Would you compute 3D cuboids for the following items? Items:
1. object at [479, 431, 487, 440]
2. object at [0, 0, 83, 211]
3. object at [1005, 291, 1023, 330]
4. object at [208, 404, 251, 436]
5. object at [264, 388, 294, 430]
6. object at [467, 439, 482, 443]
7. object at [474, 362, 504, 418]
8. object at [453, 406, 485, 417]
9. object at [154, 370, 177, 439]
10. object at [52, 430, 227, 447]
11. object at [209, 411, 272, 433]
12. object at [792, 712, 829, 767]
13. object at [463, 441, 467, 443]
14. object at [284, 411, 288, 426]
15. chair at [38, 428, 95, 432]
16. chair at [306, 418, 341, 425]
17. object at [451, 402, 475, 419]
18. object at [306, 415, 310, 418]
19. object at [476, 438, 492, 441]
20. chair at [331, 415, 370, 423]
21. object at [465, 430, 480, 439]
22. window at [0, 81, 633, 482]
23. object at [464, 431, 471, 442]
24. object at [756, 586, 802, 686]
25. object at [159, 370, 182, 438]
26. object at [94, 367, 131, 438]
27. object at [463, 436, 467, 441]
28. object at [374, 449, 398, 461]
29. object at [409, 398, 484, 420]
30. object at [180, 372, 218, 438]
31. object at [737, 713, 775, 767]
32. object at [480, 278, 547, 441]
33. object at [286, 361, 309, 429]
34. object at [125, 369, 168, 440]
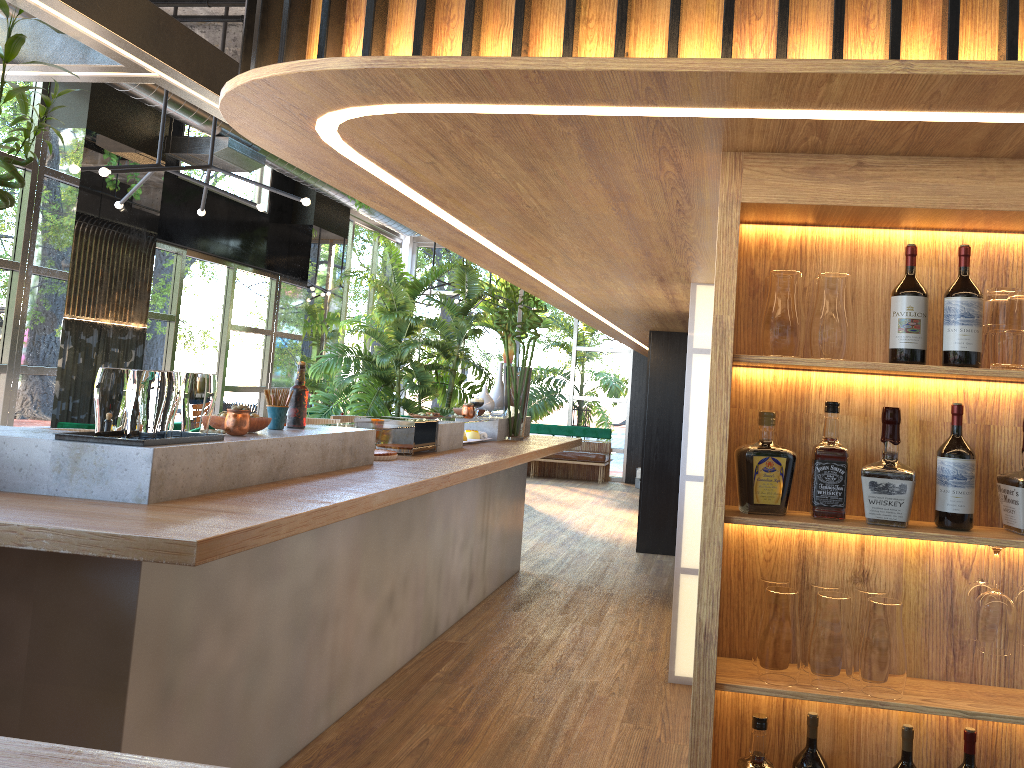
[{"bbox_3d":[-0.228,0.348,6.001,0.139,0.057,0.068,3,-2,28],"label":"object"},{"bbox_3d":[-1.558,-0.492,2.424,0.658,1.558,0.594,3,-5,16],"label":"object"},{"bbox_3d":[0.169,-0.035,0.251,0.101,0.504,4.286,1,-1,29],"label":"object"},{"bbox_3d":[-0.974,0.121,3.033,0.160,0.107,0.086,5,-3,-33],"label":"object"},{"bbox_3d":[-0.930,0.098,3.503,0.107,0.162,0.103,7,-5,-44],"label":"object"},{"bbox_3d":[-0.343,0.362,5.679,0.240,0.017,0.247,4,0,12],"label":"object"},{"bbox_3d":[-0.155,0.038,6.373,0.328,0.400,0.306,6,-4,-30],"label":"object"},{"bbox_3d":[-0.289,0.190,6.131,0.187,0.073,0.233,3,-1,31],"label":"object"},{"bbox_3d":[-1.062,0.064,2.649,0.110,0.210,0.100,8,-6,-44],"label":"object"},{"bbox_3d":[-1.094,0.158,2.649,0.268,0.019,0.442,4,0,12],"label":"object"},{"bbox_3d":[-0.985,0.137,3.246,0.187,0.073,0.233,3,-1,31],"label":"object"},{"bbox_3d":[0.710,0.938,2.112,0.089,0.301,0.082,7,-5,-30],"label":"object"},{"bbox_3d":[-0.416,0.357,5.420,0.240,0.017,0.247,4,0,10],"label":"object"},{"bbox_3d":[-1.006,0.210,3.990,0.071,0.233,0.078,0,-6,44],"label":"object"},{"bbox_3d":[-1.890,0.688,3.671,0.569,0.975,0.523,6,-5,-32],"label":"chair"},{"bbox_3d":[-1.335,0.730,5.972,0.559,0.975,0.532,5,-4,-14],"label":"chair"},{"bbox_3d":[-0.317,0.170,5.759,0.160,0.107,0.086,5,-3,-33],"label":"object"},{"bbox_3d":[-2.148,0.443,9.228,0.093,0.246,0.091,5,-4,-6],"label":"object"},{"bbox_3d":[-0.278,0.367,5.935,0.241,0.017,0.246,4,0,10],"label":"object"},{"bbox_3d":[-1.142,0.745,6.770,0.531,0.975,0.560,2,-4,21],"label":"chair"},{"bbox_3d":[-0.273,0.340,5.925,0.134,0.068,0.135,4,-1,11],"label":"object"},{"bbox_3d":[-2.365,-1.968,5.081,4.078,6.522,20.595,3,-1,14],"label":"window"},{"bbox_3d":[-0.343,0.335,5.694,0.133,0.068,0.135,3,-1,14],"label":"object"},{"bbox_3d":[0.633,0.592,2.097,0.110,0.210,0.100,8,-6,-44],"label":"object"},{"bbox_3d":[-1.094,0.063,2.777,0.110,0.210,0.100,7,-5,-34],"label":"object"},{"bbox_3d":[-1.146,0.059,2.551,0.110,0.210,0.100,7,-5,-34],"label":"object"},{"bbox_3d":[-0.371,0.338,5.618,0.173,0.058,0.084,4,-2,7],"label":"object"},{"bbox_3d":[-0.692,0.330,4.198,0.285,0.037,0.311,4,0,40],"label":"object"},{"bbox_3d":[-0.411,0.149,5.514,0.206,0.135,0.819,3,0,20],"label":"object"},{"bbox_3d":[-0.981,0.070,2.766,0.110,0.210,0.100,7,-5,-34],"label":"object"},{"bbox_3d":[0.584,0.937,2.117,0.084,0.284,0.082,4,-5,-4],"label":"object"},{"bbox_3d":[0.034,-0.379,6.368,0.609,1.558,0.641,8,-6,-40],"label":"object"},{"bbox_3d":[-0.882,0.044,3.673,0.078,0.278,0.071,8,-6,-42],"label":"object"},{"bbox_3d":[-1.043,0.065,2.523,0.110,0.210,0.100,7,-5,-34],"label":"object"}]
